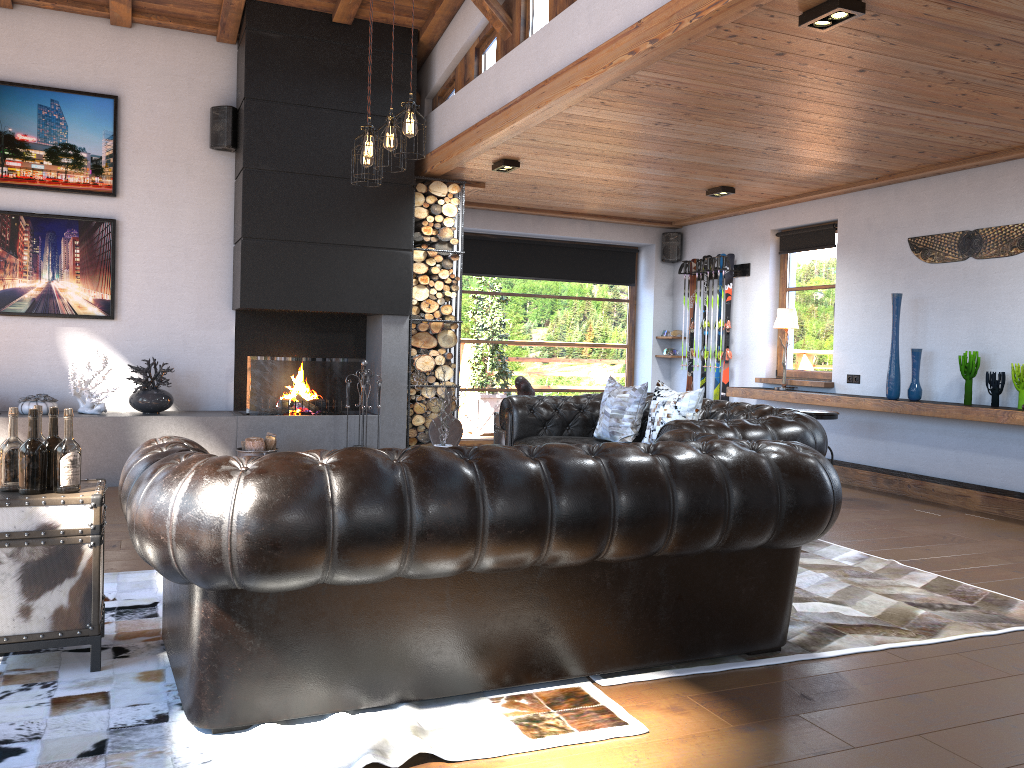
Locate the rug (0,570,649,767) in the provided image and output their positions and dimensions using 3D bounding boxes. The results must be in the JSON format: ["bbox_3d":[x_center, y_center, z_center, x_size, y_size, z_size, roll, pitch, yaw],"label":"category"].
[{"bbox_3d":[-1.772,0.941,3.028,3.841,0.053,2.412,1,2,-23],"label":"rug"}]

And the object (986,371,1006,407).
[{"bbox_3d":[3.570,0.039,6.546,0.128,0.260,0.125,3,2,37],"label":"object"}]

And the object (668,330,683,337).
[{"bbox_3d":[1.942,-0.597,10.459,0.191,0.084,0.158,1,2,-25],"label":"object"}]

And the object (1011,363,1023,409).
[{"bbox_3d":[3.669,0.015,6.348,0.180,0.332,0.201,2,2,26],"label":"object"}]

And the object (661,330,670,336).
[{"bbox_3d":[1.873,-0.605,10.621,0.161,0.084,0.188,1,2,-25],"label":"object"}]

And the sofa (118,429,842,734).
[{"bbox_3d":[-0.031,0.590,3.244,2.589,0.838,1.229,1,2,-24],"label":"sofa"}]

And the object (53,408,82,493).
[{"bbox_3d":[-1.525,0.227,3.041,0.086,0.286,0.089,3,2,43],"label":"object"}]

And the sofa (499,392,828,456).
[{"bbox_3d":[0.922,0.509,5.982,1.250,0.838,2.544,1,2,-24],"label":"sofa"}]

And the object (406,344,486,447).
[{"bbox_3d":[-0.373,0.178,4.739,0.408,0.808,0.617,1,2,-12],"label":"object"}]

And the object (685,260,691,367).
[{"bbox_3d":[1.983,-0.782,10.120,0.060,1.249,0.119,0,2,-41],"label":"object"}]

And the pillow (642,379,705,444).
[{"bbox_3d":[1.053,0.208,5.815,0.285,0.469,0.524,1,2,-20],"label":"pillow"}]

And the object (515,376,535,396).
[{"bbox_3d":[0.110,0.092,7.277,0.148,0.319,0.250,2,2,18],"label":"object"}]

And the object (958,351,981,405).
[{"bbox_3d":[3.451,-0.044,6.700,0.157,0.410,0.148,3,2,35],"label":"object"}]

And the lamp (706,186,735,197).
[{"bbox_3d":[1.947,-1.801,8.278,0.156,0.068,0.259,1,2,-23],"label":"lamp"}]

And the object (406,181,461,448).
[{"bbox_3d":[-0.777,-0.505,8.049,0.498,2.611,0.462,1,2,-24],"label":"object"}]

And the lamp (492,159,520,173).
[{"bbox_3d":[-0.052,-1.824,7.386,0.156,0.068,0.259,1,2,-23],"label":"lamp"}]

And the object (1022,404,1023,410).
[{"bbox_3d":[3.792,0.028,5.854,0.521,0.349,0.647,2,2,4],"label":"object"}]

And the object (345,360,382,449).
[{"bbox_3d":[-1.230,0.308,7.321,0.305,1.017,0.310,2,2,22],"label":"object"}]

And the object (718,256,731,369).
[{"bbox_3d":[2.273,-0.747,9.466,0.120,1.249,0.059,2,2,28],"label":"object"}]

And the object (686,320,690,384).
[{"bbox_3d":[2.040,-0.613,10.176,0.116,1.606,0.094,1,2,-24],"label":"object"}]

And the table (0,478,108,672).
[{"bbox_3d":[-1.645,0.665,3.092,0.409,0.609,0.414,1,2,-23],"label":"table"}]

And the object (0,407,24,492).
[{"bbox_3d":[-1.708,0.222,3.036,0.088,0.286,0.087,1,2,-11],"label":"object"}]

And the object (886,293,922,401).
[{"bbox_3d":[3.185,-0.300,7.171,0.272,0.862,0.112,2,2,22],"label":"object"}]

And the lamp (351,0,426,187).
[{"bbox_3d":[-0.738,-2.312,5.148,0.264,2.201,0.794,1,2,-32],"label":"lamp"}]

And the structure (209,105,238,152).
[{"bbox_3d":[-2.420,-2.144,7.441,0.215,0.349,0.212,1,2,-23],"label":"structure"}]

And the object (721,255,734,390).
[{"bbox_3d":[2.298,-0.581,9.566,0.116,1.606,0.094,1,2,-24],"label":"object"}]

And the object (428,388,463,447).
[{"bbox_3d":[-0.587,0.423,7.821,0.271,0.794,0.260,0,2,-40],"label":"object"}]

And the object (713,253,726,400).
[{"bbox_3d":[2.288,-0.617,9.706,0.112,1.621,0.072,1,2,-24],"label":"object"}]

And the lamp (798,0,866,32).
[{"bbox_3d":[1.414,-1.643,3.922,0.156,0.068,0.259,1,2,-23],"label":"lamp"}]

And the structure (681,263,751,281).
[{"bbox_3d":[2.193,-1.238,9.803,0.322,0.135,1.042,1,2,-23],"label":"structure"}]

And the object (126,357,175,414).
[{"bbox_3d":[-2.891,0.010,7.101,0.341,0.455,0.334,2,2,2],"label":"object"}]

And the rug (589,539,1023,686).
[{"bbox_3d":[0.687,0.921,5.314,2.453,0.053,4.011,1,2,-23],"label":"rug"}]

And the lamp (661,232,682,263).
[{"bbox_3d":[1.908,-1.627,10.574,0.215,0.349,0.212,1,2,-23],"label":"lamp"}]

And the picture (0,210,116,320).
[{"bbox_3d":[-3.634,-0.935,7.034,0.887,0.816,0.035,1,2,-24],"label":"picture"}]

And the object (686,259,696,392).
[{"bbox_3d":[2.067,-0.623,10.083,0.116,1.606,0.094,1,2,-24],"label":"object"}]

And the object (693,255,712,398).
[{"bbox_3d":[2.105,-0.629,9.876,0.257,1.621,0.103,1,2,-27],"label":"object"}]

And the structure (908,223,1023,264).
[{"bbox_3d":[3.533,-1.081,6.877,0.099,0.239,1.238,1,2,-23],"label":"structure"}]

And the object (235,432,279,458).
[{"bbox_3d":[-1.983,0.601,6.900,0.384,0.431,0.384,2,2,3],"label":"object"}]

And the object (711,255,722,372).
[{"bbox_3d":[2.168,-0.751,9.480,0.120,1.249,0.059,3,2,33],"label":"object"}]

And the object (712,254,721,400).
[{"bbox_3d":[2.269,-0.621,9.778,0.112,1.621,0.072,1,2,-24],"label":"object"}]

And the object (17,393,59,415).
[{"bbox_3d":[-3.641,0.153,6.800,0.283,0.160,0.257,1,2,-21],"label":"object"}]

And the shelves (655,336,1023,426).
[{"bbox_3d":[3.088,0.081,7.675,0.617,0.988,6.588,1,2,-23],"label":"shelves"}]

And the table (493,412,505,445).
[{"bbox_3d":[0.098,0.547,7.314,0.409,0.609,0.414,1,2,-23],"label":"table"}]

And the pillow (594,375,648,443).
[{"bbox_3d":[0.790,0.176,6.435,0.285,0.469,0.524,1,2,-20],"label":"pillow"}]

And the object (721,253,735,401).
[{"bbox_3d":[2.326,-0.591,9.472,0.116,1.606,0.094,1,2,-24],"label":"object"}]

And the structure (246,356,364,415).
[{"bbox_3d":[-1.720,0.034,7.499,0.991,0.514,0.182,1,2,-24],"label":"structure"}]

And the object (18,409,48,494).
[{"bbox_3d":[-1.622,0.226,3.002,0.087,0.286,0.088,2,2,16],"label":"object"}]

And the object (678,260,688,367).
[{"bbox_3d":[1.929,-0.781,10.057,0.122,1.249,0.058,0,2,-41],"label":"object"}]

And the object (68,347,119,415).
[{"bbox_3d":[-3.266,-0.019,6.863,0.422,0.532,0.262,3,2,35],"label":"object"}]

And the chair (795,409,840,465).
[{"bbox_3d":[2.469,0.575,7.338,0.444,0.716,0.438,1,2,-20],"label":"chair"}]

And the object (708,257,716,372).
[{"bbox_3d":[2.164,-0.759,9.693,0.060,1.249,0.119,0,2,-41],"label":"object"}]

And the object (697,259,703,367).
[{"bbox_3d":[2.073,-0.770,9.906,0.060,1.249,0.119,0,2,-41],"label":"object"}]

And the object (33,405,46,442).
[{"bbox_3d":[-1.686,0.218,3.151,0.088,0.286,0.087,1,2,-13],"label":"object"}]

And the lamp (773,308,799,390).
[{"bbox_3d":[2.831,0.010,8.703,0.637,1.481,0.244,1,2,-20],"label":"lamp"}]

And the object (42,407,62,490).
[{"bbox_3d":[-1.604,0.222,3.099,0.086,0.286,0.088,3,2,44],"label":"object"}]

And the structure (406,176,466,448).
[{"bbox_3d":[-0.767,-0.511,8.043,0.506,2.616,0.507,1,2,-23],"label":"structure"}]

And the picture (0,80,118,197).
[{"bbox_3d":[-3.606,-1.929,7.008,0.887,0.816,0.035,1,2,-24],"label":"picture"}]

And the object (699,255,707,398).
[{"bbox_3d":[2.155,-0.632,9.969,0.112,1.621,0.072,1,2,-24],"label":"object"}]

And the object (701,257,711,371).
[{"bbox_3d":[2.099,-0.761,9.679,0.120,1.249,0.059,2,2,23],"label":"object"}]

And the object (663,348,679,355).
[{"bbox_3d":[1.897,-0.383,10.552,0.187,0.084,0.353,2,2,13],"label":"object"}]
